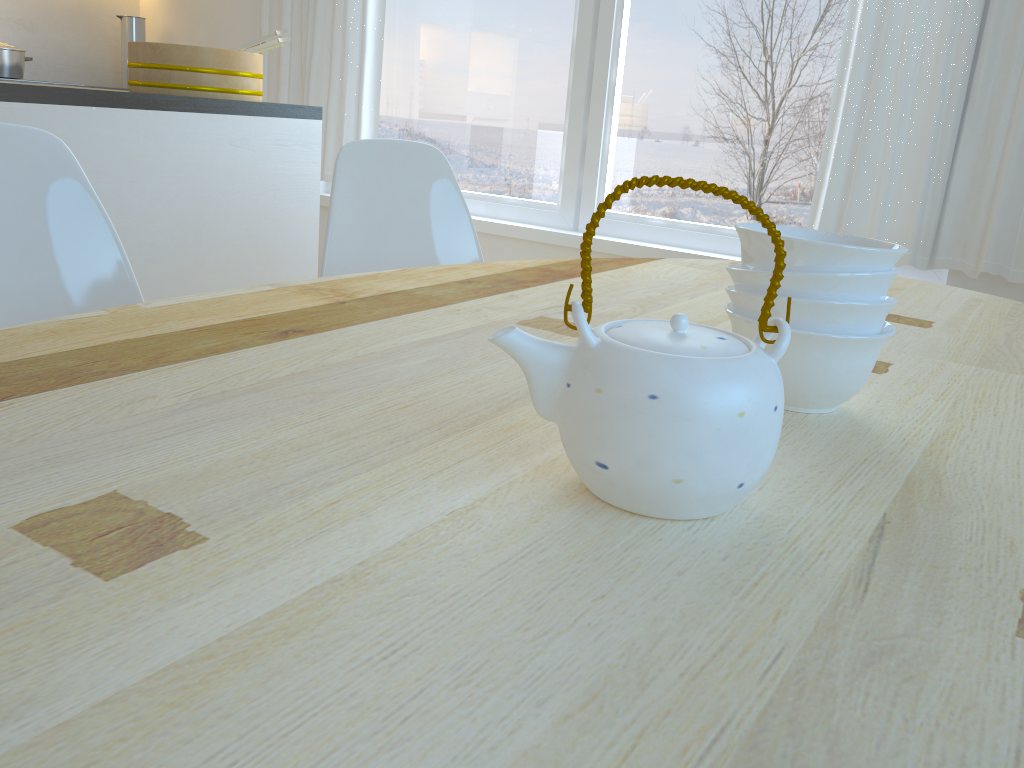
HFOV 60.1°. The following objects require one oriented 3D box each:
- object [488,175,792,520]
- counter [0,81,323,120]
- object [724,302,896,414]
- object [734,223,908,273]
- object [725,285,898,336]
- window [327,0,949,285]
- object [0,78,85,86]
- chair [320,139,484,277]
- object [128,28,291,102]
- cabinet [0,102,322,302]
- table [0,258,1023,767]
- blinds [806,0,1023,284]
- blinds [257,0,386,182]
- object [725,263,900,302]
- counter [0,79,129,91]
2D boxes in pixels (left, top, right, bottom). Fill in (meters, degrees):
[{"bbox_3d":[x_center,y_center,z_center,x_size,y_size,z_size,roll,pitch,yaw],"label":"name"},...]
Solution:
[{"bbox_3d":[0.096,-0.032,0.589,0.178,0.208,0.148,14,17,30],"label":"object"},{"bbox_3d":[-1.487,-0.651,1.878,0.604,0.039,2.422,15,19,30],"label":"counter"},{"bbox_3d":[0.271,-0.024,0.829,0.152,0.081,0.154,-1,17,-18],"label":"object"},{"bbox_3d":[0.277,-0.097,0.816,0.152,0.086,0.154,-4,18,-29],"label":"object"},{"bbox_3d":[0.271,-0.047,0.827,0.152,0.091,0.153,-1,17,-18],"label":"object"},{"bbox_3d":[0.352,-1.534,3.342,2.745,1.890,0.089,14,17,31],"label":"window"},{"bbox_3d":[-2.316,-1.323,3.820,0.565,0.013,0.660,15,20,30],"label":"object"},{"bbox_3d":[-0.135,-0.016,1.778,0.431,0.888,0.529,-6,18,-37],"label":"chair"},{"bbox_3d":[-0.910,-0.961,2.633,0.430,0.211,0.384,-4,18,-28],"label":"object"},{"bbox_3d":[-1.525,-0.198,1.988,0.604,0.896,2.422,14,19,30],"label":"cabinet"},{"bbox_3d":[0.111,0.360,0.895,1.201,0.714,2.210,14,19,29],"label":"table"},{"bbox_3d":[1.357,-1.373,2.458,0.800,2.129,0.151,14,16,32],"label":"blinds"},{"bbox_3d":[-0.864,-1.972,3.839,0.800,2.129,0.151,13,16,31],"label":"blinds"},{"bbox_3d":[0.272,-0.071,0.823,0.152,0.094,0.152,-9,21,-39],"label":"object"},{"bbox_3d":[-2.317,-1.305,3.820,0.604,0.039,2.018,15,19,30],"label":"counter"}]
